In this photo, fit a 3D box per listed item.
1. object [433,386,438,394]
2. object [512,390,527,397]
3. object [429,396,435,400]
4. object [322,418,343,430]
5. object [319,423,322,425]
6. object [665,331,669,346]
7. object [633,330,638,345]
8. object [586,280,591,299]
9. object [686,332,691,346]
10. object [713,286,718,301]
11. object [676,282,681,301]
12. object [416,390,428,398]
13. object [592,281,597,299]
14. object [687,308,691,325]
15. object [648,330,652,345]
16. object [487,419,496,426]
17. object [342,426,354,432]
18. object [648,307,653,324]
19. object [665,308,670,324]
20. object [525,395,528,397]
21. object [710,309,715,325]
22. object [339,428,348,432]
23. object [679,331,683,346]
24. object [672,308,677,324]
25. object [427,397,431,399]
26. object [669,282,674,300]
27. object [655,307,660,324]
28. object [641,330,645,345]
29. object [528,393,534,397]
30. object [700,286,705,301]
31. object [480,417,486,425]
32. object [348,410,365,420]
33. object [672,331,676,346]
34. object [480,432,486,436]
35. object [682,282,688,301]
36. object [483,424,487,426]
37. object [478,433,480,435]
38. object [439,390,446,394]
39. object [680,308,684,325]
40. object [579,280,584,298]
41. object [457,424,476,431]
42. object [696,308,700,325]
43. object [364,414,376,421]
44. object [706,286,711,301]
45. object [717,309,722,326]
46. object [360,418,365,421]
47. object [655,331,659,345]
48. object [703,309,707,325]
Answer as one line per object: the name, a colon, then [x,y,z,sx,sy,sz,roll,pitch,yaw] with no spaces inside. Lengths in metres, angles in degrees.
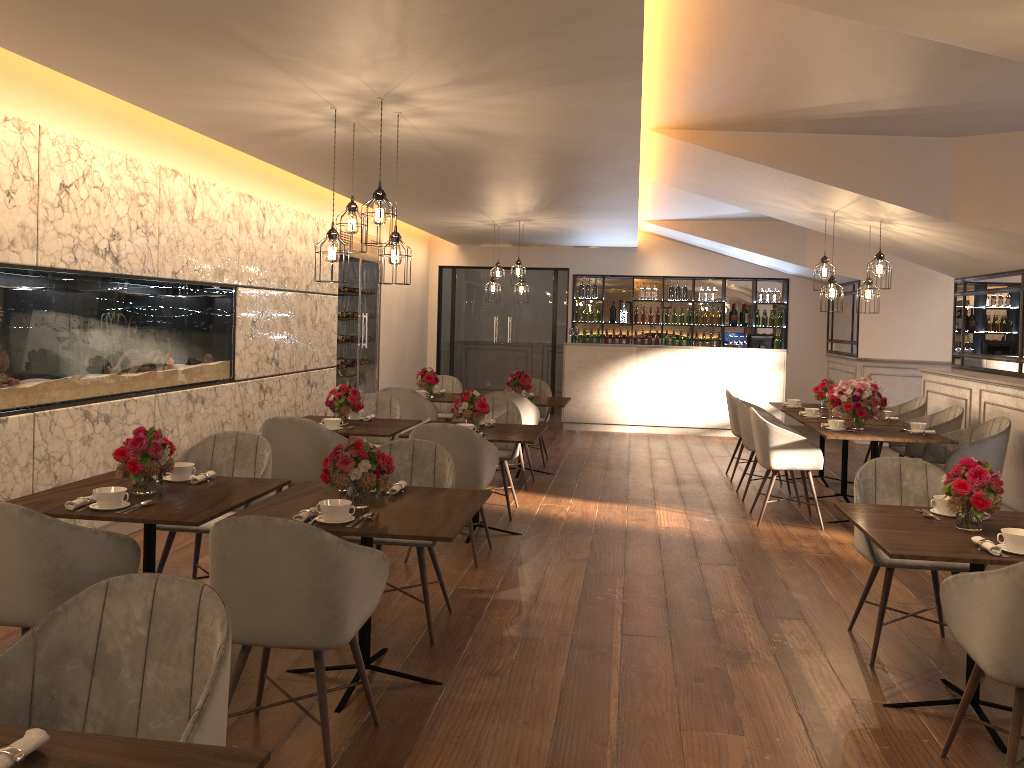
object: [-0.830,0.059,9.106,0.148,0.072,0.148,4,4,30]
object: [0.079,0.092,8.980,0.148,0.072,0.148,4,4,30]
object: [-0.772,0.134,8.504,0.043,0.015,0.197,2,4,12]
object: [-1.223,0.274,6.024,0.148,0.072,0.148,-1,5,-40]
object: [-1.336,0.287,6.039,0.056,0.039,0.176,2,4,8]
object: [2.420,-0.702,13.836,0.065,0.261,0.066,1,1,-14]
object: [1.943,-0.720,13.902,0.065,0.261,0.066,1,1,-14]
object: [1.203,-1.502,13.965,0.075,0.310,0.075,1,1,-39]
object: [2.749,-0.690,13.790,0.065,0.261,0.066,1,1,-14]
object: [3.149,-1.393,13.695,0.070,0.235,0.041,2,1,7]
object: [2.586,-1.452,13.772,0.075,0.310,0.075,2,1,19]
object: [-0.879,0.102,8.498,0.148,0.072,0.148,-1,5,-40]
object: [1.306,-1.498,13.950,0.075,0.310,0.075,1,1,-35]
object: [2.758,-1.054,13.785,0.065,0.263,0.066,1,1,-14]
object: [2.161,-0.712,13.872,0.065,0.261,0.066,1,1,-14]
object: [-0.153,0.285,6.490,0.056,0.039,0.176,2,4,8]
object: [-1.109,0.305,6.028,0.043,0.015,0.197,2,4,4]
object: [2.171,-1.074,13.866,0.065,0.261,0.066,1,1,-14]
object: [2.430,-1.064,13.830,0.065,0.261,0.066,1,1,-14]
object: [0.156,0.120,8.960,0.025,0.024,0.193,2,4,8]
object: [3.109,-1.040,13.736,0.065,0.261,0.066,1,1,-14]
object: [-1.143,0.309,6.040,0.022,0.004,0.211,2,4,8]
object: [2.639,-0.694,13.805,0.065,0.261,0.066,1,1,-14]
object: [2.539,-1.061,13.815,0.065,0.263,0.066,1,1,-14]
object: [-0.799,0.138,8.514,0.022,0.004,0.211,2,4,8]
object: [2.483,-1.456,13.787,0.075,0.310,0.075,2,1,40]
object: [2.280,-1.070,13.851,0.065,0.261,0.066,1,1,-14]
object: [2.052,-0.716,13.887,0.065,0.261,0.066,1,1,-14]
object: [0.192,0.113,8.965,0.056,0.039,0.176,2,4,8]
object: [2.950,-1.401,13.723,0.070,0.235,0.041,2,1,7]
object: [-0.265,0.264,6.505,0.148,0.072,0.148,-1,5,-40]
object: [-1.175,0.231,6.632,0.148,0.072,0.148,-1,5,-40]
object: [2.530,-0.698,13.820,0.065,0.261,0.066,1,1,-14]
object: [-0.200,0.338,5.901,0.043,0.015,0.197,2,4,4]
object: [2.689,-1.448,13.758,0.075,0.310,0.075,2,1,19]
object: [-0.188,0.291,6.485,0.025,0.024,0.193,2,4,8]
object: [-0.234,0.342,5.913,0.022,0.004,0.211,2,4,8]
object: [-0.718,0.080,9.091,0.056,0.039,0.176,2,4,8]
object: [2.649,-1.058,13.800,0.065,0.263,0.066,1,1,-14]
object: [1.099,-1.506,13.979,0.075,0.310,0.075,2,1,33]
object: [-0.313,0.307,5.897,0.148,0.072,0.148,-1,5,-40]
object: [2.890,-1.048,13.766,0.065,0.261,0.066,1,1,-14]
object: [-1.062,0.252,6.616,0.056,0.039,0.176,2,4,8]
object: [3.050,-1.397,13.709,0.070,0.235,0.041,2,1,7]
object: [3.218,-1.036,13.721,0.065,0.261,0.066,1,1,-14]
object: [-1.098,0.258,6.612,0.025,0.024,0.193,2,4,8]
object: [2.271,-0.708,13.856,0.065,0.261,0.066,1,1,-14]
object: [3.000,-1.044,13.751,0.065,0.261,0.066,1,1,-14]
